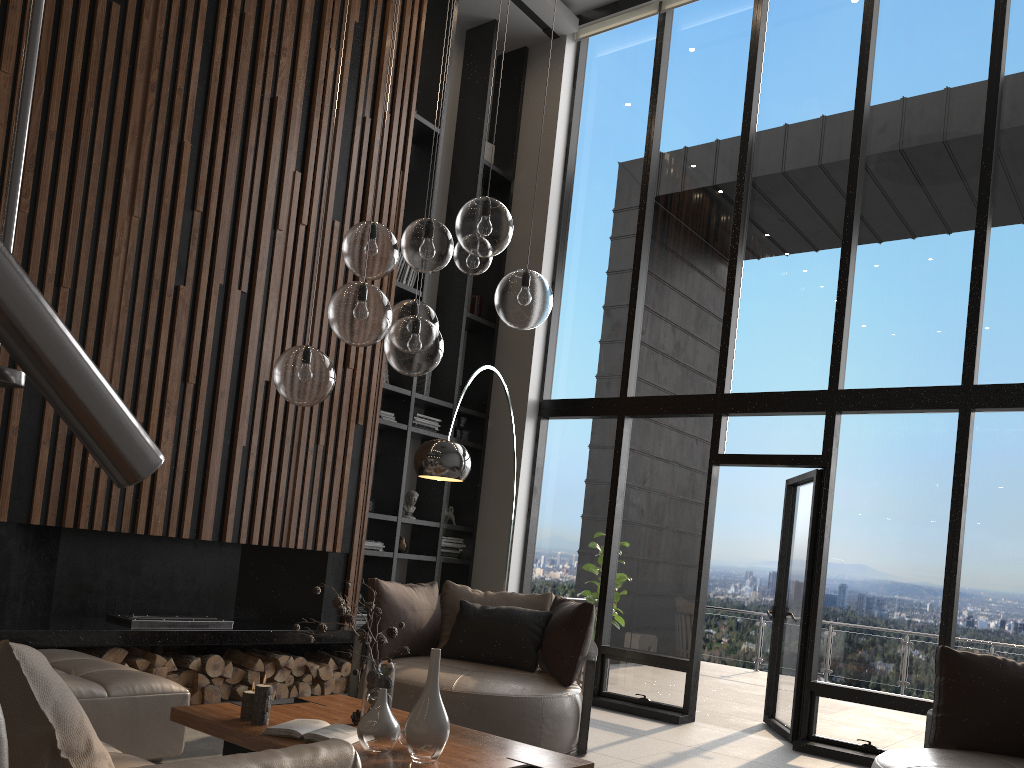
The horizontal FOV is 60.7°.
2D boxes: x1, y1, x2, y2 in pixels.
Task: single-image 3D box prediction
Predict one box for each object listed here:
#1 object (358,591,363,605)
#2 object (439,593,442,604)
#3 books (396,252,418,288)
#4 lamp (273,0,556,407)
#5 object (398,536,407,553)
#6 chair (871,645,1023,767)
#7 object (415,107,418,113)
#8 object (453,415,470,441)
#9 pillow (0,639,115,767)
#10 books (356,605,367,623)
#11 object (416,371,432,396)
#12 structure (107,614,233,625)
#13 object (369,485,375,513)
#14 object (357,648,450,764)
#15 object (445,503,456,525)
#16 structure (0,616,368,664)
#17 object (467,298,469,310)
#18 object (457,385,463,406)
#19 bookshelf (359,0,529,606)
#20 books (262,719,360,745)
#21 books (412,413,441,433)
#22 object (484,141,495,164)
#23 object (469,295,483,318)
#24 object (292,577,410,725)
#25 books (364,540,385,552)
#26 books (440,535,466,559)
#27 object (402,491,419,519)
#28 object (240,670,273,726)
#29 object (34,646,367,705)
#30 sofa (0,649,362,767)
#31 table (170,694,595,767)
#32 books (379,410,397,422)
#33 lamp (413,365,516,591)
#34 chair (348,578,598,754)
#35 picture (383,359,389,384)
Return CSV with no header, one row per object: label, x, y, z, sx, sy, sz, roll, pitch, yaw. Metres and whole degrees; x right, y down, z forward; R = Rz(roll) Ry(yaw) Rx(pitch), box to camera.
object,-1.253,1.698,6.957,0.135,0.131,0.137,4,-7,18
object,-0.656,1.966,7.672,0.082,0.263,0.081,8,-3,-30
books,-0.935,-0.928,7.072,0.185,0.296,0.374,2,-8,38
lamp,-0.158,-2.318,3.585,1.224,4.947,1.248,4,-3,35
object,-0.926,1.354,7.370,0.101,0.141,0.103,7,-5,-14
chair,2.336,1.644,3.743,1.501,0.889,1.448,12,-11,-34
object,-0.833,-2.209,7.109,0.130,0.170,0.132,6,-6,-1
object,-0.450,0.396,7.765,0.059,0.231,0.191,4,-6,41
pillow,-1.616,0.813,2.403,1.938,0.493,0.552,-2,-11,37
books,-1.269,1.826,6.956,0.219,0.126,0.344,-1,-12,37
object,-0.757,0.000,7.415,0.104,0.257,0.105,5,-4,18
structure,-2.187,1.533,5.626,0.299,0.102,0.724,-2,-14,37
object,-1.173,0.914,6.995,0.059,0.233,0.191,4,-6,36
object,-0.353,1.131,3.122,0.323,0.394,0.317,10,-7,-32
object,-0.601,1.110,7.777,0.130,0.278,0.256,4,-7,31
structure,-2.424,1.656,5.234,0.666,0.453,6.653,0,-13,38
object,-0.425,-0.737,7.745,0.078,0.290,0.078,7,-3,-15
object,-0.504,0.123,7.792,0.140,0.215,0.143,3,-6,29
bookshelf,-0.702,-0.617,7.430,0.336,5.262,1.479,4,-3,38
books,-0.731,1.302,3.280,0.341,0.039,0.236,3,-11,16
books,-0.784,0.340,7.405,0.218,0.127,0.328,-1,-12,37
object,-0.241,-2.035,7.888,0.136,0.258,0.083,10,-5,-42
object,-0.328,-0.672,7.881,0.102,0.227,0.103,5,-4,23
object,-0.649,1.085,3.553,0.541,0.597,0.321,5,-4,9
books,-1.191,1.276,6.962,0.218,0.077,0.328,-2,-13,37
books,-0.616,1.435,7.735,0.217,0.188,0.380,0,-11,38
object,-0.866,1.018,7.372,0.138,0.242,0.137,7,-4,-11
object,-0.995,1.217,3.420,0.078,0.209,0.153,9,-6,-41
object,-1.569,1.977,6.063,0.434,0.386,4.112,0,-12,39
sofa,-1.639,1.113,3.008,3.239,0.809,1.911,-2,-13,38
table,-0.547,1.546,3.422,1.450,0.350,0.914,-2,-13,38
books,-1.091,0.261,7.026,0.326,0.071,0.178,-2,-13,37
lamp,-0.222,1.039,5.677,0.319,2.307,2.069,5,-6,15
chair,-0.214,1.702,5.391,1.457,0.889,1.492,10,-10,-25
picture,-1.092,-0.107,7.073,0.114,0.268,0.219,3,-6,39
